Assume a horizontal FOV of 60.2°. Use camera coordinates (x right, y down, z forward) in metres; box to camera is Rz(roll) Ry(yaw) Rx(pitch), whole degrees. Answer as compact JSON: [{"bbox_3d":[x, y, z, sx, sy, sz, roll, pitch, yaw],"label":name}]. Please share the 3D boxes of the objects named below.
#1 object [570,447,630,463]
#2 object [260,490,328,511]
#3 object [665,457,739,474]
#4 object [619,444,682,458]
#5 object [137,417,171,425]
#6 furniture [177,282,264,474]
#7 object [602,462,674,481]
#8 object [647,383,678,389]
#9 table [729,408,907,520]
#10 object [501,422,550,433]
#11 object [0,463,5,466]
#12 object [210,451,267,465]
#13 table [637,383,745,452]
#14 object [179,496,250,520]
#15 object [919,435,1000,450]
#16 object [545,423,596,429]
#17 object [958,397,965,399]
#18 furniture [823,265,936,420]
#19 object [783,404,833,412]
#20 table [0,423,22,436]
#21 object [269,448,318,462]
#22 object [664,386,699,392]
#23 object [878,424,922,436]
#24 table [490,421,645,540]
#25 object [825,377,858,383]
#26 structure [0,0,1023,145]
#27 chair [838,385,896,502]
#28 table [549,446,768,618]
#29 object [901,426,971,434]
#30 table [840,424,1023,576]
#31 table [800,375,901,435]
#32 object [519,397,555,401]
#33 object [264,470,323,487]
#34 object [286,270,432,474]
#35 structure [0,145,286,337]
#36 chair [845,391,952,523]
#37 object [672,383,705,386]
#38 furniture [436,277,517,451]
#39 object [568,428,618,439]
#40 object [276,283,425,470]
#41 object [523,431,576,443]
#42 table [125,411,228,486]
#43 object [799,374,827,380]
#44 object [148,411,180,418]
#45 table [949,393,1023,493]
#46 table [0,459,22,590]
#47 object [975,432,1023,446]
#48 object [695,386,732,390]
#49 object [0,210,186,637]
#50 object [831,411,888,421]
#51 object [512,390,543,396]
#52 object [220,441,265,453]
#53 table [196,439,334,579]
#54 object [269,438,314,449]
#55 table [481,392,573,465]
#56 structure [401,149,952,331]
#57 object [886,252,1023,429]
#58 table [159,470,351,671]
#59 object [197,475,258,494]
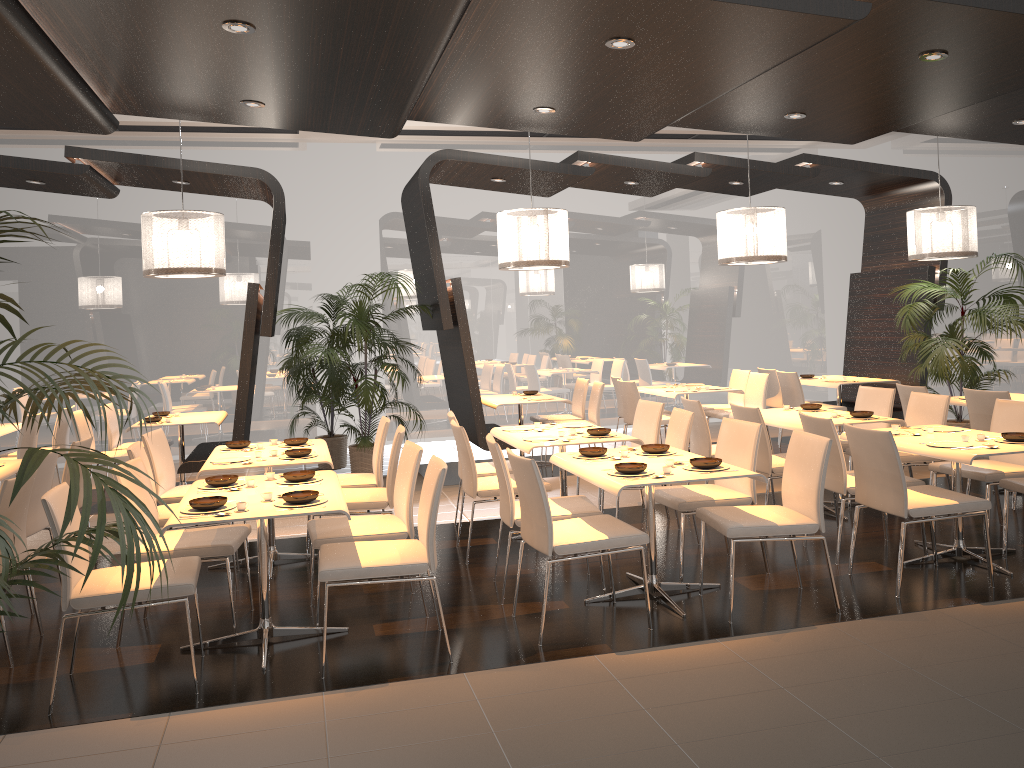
[{"bbox_3d":[0.505,0.398,5.103,0.303,0.044,0.365,-3,4,-15],"label":"object"},{"bbox_3d":[-1.007,0.526,4.085,0.303,0.044,0.365,-3,4,-15],"label":"object"},{"bbox_3d":[0.970,0.415,4.601,0.303,0.044,0.365,-3,4,-15],"label":"object"},{"bbox_3d":[0.801,0.382,5.170,0.303,0.044,0.365,-3,4,-15],"label":"object"},{"bbox_3d":[-3.278,0.334,8.133,0.303,0.044,0.365,-3,4,-15],"label":"object"},{"bbox_3d":[-2.788,-0.105,8.579,0.757,1.676,1.402,-2,1,-14],"label":"furniture"},{"bbox_3d":[0.642,0.434,4.498,0.303,0.044,0.365,-3,4,-15],"label":"object"},{"bbox_3d":[1.696,0.020,9.978,0.335,0.038,0.377,-4,4,-20],"label":"object"},{"bbox_3d":[2.430,0.593,6.790,1.053,0.726,1.148,-3,3,-14],"label":"table"},{"bbox_3d":[0.106,0.319,6.515,0.335,0.038,0.377,-4,4,-20],"label":"object"},{"bbox_3d":[-3.429,0.514,5.653,0.335,0.038,0.377,-4,4,-20],"label":"object"},{"bbox_3d":[-1.693,0.460,5.474,0.335,0.038,0.377,-4,4,-20],"label":"object"},{"bbox_3d":[1.935,0.408,9.753,0.801,0.726,1.148,-3,3,-14],"label":"table"},{"bbox_3d":[-1.339,0.545,3.986,0.303,0.044,0.365,-3,4,-15],"label":"object"},{"bbox_3d":[2.544,0.331,4.994,0.335,0.038,0.377,-4,4,-20],"label":"object"},{"bbox_3d":[0.425,0.298,6.647,0.335,0.038,0.377,-4,4,-25],"label":"object"},{"bbox_3d":[3.981,0.106,7.465,0.335,0.038,0.377,-4,4,-20],"label":"object"},{"bbox_3d":[4.159,-0.489,10.303,0.757,1.676,1.402,-2,1,-14],"label":"furniture"},{"bbox_3d":[2.365,0.189,7.111,0.303,0.044,0.365,-3,4,-15],"label":"object"},{"bbox_3d":[-5.012,0.792,8.029,0.801,0.726,1.148,-3,3,-14],"label":"table"},{"bbox_3d":[-1.377,0.438,5.573,0.303,0.044,0.365,-3,4,-15],"label":"object"},{"bbox_3d":[1.814,0.057,9.380,0.335,0.038,0.377,-4,4,-20],"label":"object"},{"bbox_3d":[2.396,0.296,5.590,0.335,0.038,0.377,-4,4,-20],"label":"object"},{"bbox_3d":[0.366,0.707,6.273,0.801,0.726,1.148,-3,3,-14],"label":"table"},{"bbox_3d":[3.680,-0.047,9.861,0.335,0.038,0.377,-4,4,-20],"label":"object"},{"bbox_3d":[0.496,-1.228,5.565,10.668,1.737,2.904,-3,3,-14],"label":"structure"},{"bbox_3d":[2.778,0.474,7.228,0.606,0.870,0.484,-2,1,-16],"label":"chair"},{"bbox_3d":[0.760,0.791,4.834,0.801,0.726,1.148,-3,3,-14],"label":"table"},{"bbox_3d":[2.695,0.278,5.682,0.335,0.038,0.377,-4,4,-25],"label":"object"},{"bbox_3d":[2.675,0.685,5.309,0.801,0.726,1.148,-3,3,-14],"label":"table"},{"bbox_3d":[3.781,0.307,10.204,0.801,0.726,1.148,-3,3,-14],"label":"table"},{"bbox_3d":[0.247,0.139,9.064,0.335,0.038,0.377,-4,4,-25],"label":"object"},{"bbox_3d":[-1.156,0.491,4.680,0.303,0.044,0.365,-3,4,-15],"label":"object"},{"bbox_3d":[-1.470,-0.064,8.792,1.562,2.061,1.504,-3,1,-20],"label":"object"},{"bbox_3d":[-5.101,-1.179,8.028,5.937,1.729,1.402,-3,1,-14],"label":"structure"},{"bbox_3d":[2.875,0.518,6.539,0.605,0.870,0.484,-2,1,-11],"label":"chair"},{"bbox_3d":[2.016,-0.003,10.139,0.335,0.038,0.377,-4,4,-25],"label":"object"},{"bbox_3d":[-0.355,-0.239,9.183,0.757,1.676,1.402,-2,1,-14],"label":"furniture"},{"bbox_3d":[0.557,0.332,6.039,0.303,0.044,0.365,-3,4,-15],"label":"object"},{"bbox_3d":[-1.944,-0.115,9.790,1.559,2.061,1.507,-1,1,38],"label":"object"},{"bbox_3d":[0.253,0.355,5.919,0.335,0.038,0.377,-4,4,-20],"label":"object"},{"bbox_3d":[-3.165,0.691,8.480,0.801,0.726,1.148,-3,3,-14],"label":"table"},{"bbox_3d":[3.537,-0.086,10.463,0.303,0.044,0.365,-3,4,-15],"label":"object"},{"bbox_3d":[-3.429,0.300,8.720,0.304,0.044,0.365,-4,4,-20],"label":"object"},{"bbox_3d":[4.250,0.493,7.226,0.801,0.726,1.148,-3,3,-14],"label":"table"},{"bbox_3d":[-3.495,0.920,5.326,0.801,0.726,1.148,-3,3,-14],"label":"table"},{"bbox_3d":[2.866,0.309,5.089,0.303,0.044,0.365,-3,4,-15],"label":"object"},{"bbox_3d":[2.150,0.033,9.538,0.335,0.038,0.377,-4,4,-25],"label":"object"},{"bbox_3d":[-1.828,0.373,2.635,1.563,2.061,1.504,-3,1,-28],"label":"object"},{"bbox_3d":[2.521,0.226,6.480,0.303,0.044,0.365,-3,4,-15],"label":"object"},{"bbox_3d":[0.168,0.099,9.635,0.303,0.044,0.365,-3,4,-15],"label":"object"},{"bbox_3d":[-1.847,0.422,6.061,0.303,0.044,0.365,-3,4,-15],"label":"object"},{"bbox_3d":[-1.589,0.814,5.807,0.801,0.726,1.148,-3,3,-14],"label":"table"},{"bbox_3d":[-1.531,0.404,6.144,0.303,0.044,0.365,-3,4,-15],"label":"object"},{"bbox_3d":[0.099,0.509,9.309,0.801,0.726,1.148,-3,3,-14],"label":"table"},{"bbox_3d":[1.846,-1.563,9.752,5.937,1.729,1.402,-3,1,-14],"label":"structure"},{"bbox_3d":[4.609,-0.308,8.958,1.504,2.061,1.562,-2,1,-1],"label":"object"},{"bbox_3d":[-1.220,0.901,4.347,0.801,0.726,1.148,-3,3,-14],"label":"table"},{"bbox_3d":[-1.476,0.509,4.591,0.303,0.044,0.365,-3,4,-15],"label":"object"}]
